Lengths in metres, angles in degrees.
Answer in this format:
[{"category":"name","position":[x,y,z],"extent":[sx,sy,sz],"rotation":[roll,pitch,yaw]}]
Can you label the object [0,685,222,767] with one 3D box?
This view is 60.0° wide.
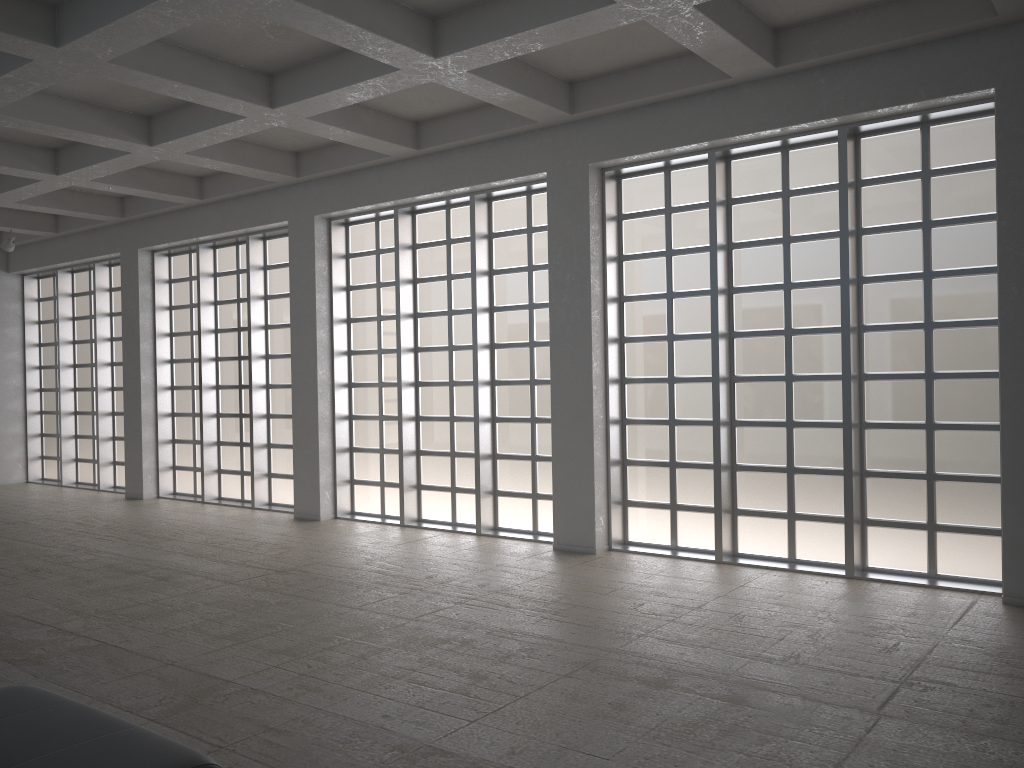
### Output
[{"category":"object","position":[-3.769,3.128,6.868],"extent":[3.044,0.828,1.616],"rotation":[-1,0,37]}]
